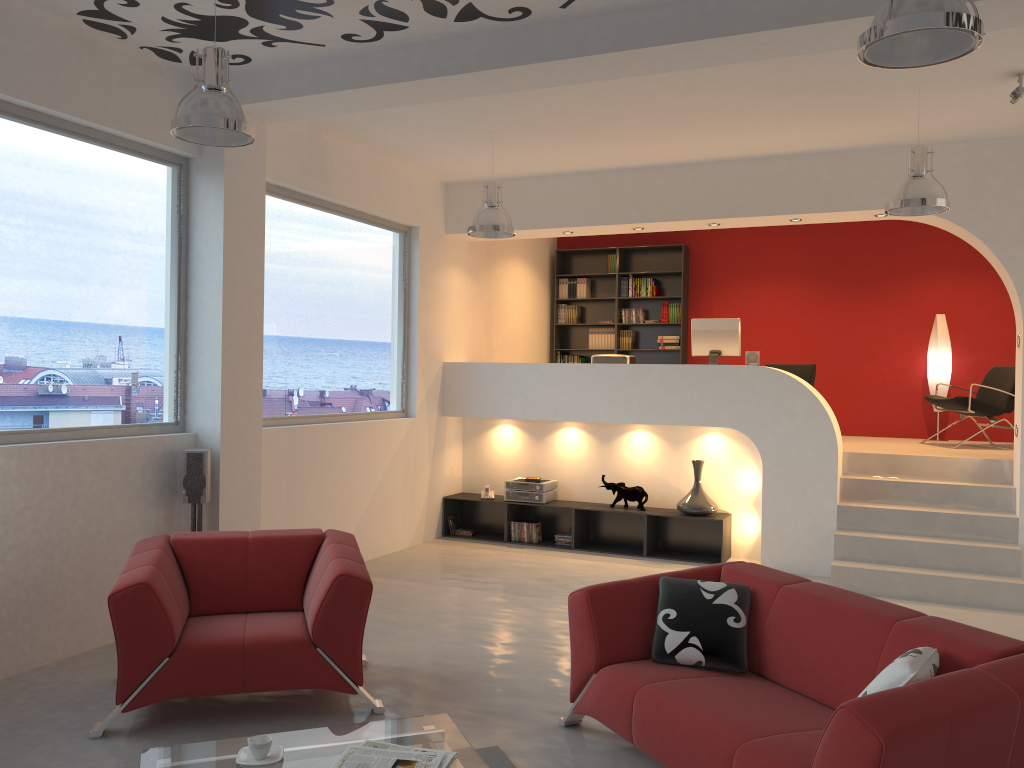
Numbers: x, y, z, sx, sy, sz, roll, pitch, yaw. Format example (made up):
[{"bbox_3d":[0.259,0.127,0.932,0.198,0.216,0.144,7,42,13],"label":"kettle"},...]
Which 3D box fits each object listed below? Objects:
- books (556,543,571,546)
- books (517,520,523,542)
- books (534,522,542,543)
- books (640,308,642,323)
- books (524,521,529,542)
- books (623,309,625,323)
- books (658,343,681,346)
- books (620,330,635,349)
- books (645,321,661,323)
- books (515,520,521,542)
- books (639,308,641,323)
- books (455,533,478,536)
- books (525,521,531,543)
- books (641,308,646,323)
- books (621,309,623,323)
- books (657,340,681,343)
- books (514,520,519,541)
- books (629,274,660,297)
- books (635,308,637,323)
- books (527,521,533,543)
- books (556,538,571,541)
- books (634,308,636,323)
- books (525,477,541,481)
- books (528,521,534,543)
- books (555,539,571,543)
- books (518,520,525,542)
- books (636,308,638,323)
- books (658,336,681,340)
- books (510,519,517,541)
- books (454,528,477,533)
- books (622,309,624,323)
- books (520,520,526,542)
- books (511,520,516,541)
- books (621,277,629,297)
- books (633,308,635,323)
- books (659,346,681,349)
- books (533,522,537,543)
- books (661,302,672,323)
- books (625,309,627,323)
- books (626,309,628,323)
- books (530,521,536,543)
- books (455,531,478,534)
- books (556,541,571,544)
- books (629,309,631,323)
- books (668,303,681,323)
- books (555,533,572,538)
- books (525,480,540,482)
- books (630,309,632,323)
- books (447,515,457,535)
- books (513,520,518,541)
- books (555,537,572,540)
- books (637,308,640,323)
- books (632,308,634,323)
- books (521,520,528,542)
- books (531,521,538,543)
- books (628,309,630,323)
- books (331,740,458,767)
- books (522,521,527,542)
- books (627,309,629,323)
[{"bbox_3d":[0.526,1.524,8.475,0.190,0.015,0.135,1,0,19],"label":"books"},{"bbox_3d":[0.086,1.427,8.620,0.031,0.190,0.135,1,1,24],"label":"books"},{"bbox_3d":[0.250,1.431,8.546,0.031,0.190,0.135,1,1,24],"label":"books"},{"bbox_3d":[1.607,-0.832,10.926,0.031,0.190,0.135,1,1,24],"label":"books"},{"bbox_3d":[0.154,1.429,8.589,0.031,0.190,0.135,1,1,24],"label":"books"},{"bbox_3d":[1.416,-0.836,11.013,0.031,0.190,0.135,1,1,24],"label":"books"},{"bbox_3d":[1.919,-0.474,10.746,0.260,0.040,0.200,1,1,24],"label":"books"},{"bbox_3d":[1.432,-0.545,10.996,0.146,0.240,0.170,1,1,24],"label":"books"},{"bbox_3d":[1.740,-0.757,10.866,0.190,0.015,0.135,1,1,24],"label":"books"},{"bbox_3d":[0.072,1.427,8.626,0.031,0.190,0.135,1,1,24],"label":"books"},{"bbox_3d":[1.593,-0.832,10.933,0.031,0.190,0.135,1,1,24],"label":"books"},{"bbox_3d":[-0.459,1.503,8.923,0.190,0.015,0.135,1,1,24],"label":"books"},{"bbox_3d":[0.168,1.429,8.583,0.031,0.190,0.135,1,1,24],"label":"books"},{"bbox_3d":[1.620,-0.832,10.920,0.031,0.190,0.135,1,1,24],"label":"books"},{"bbox_3d":[1.388,-0.837,11.026,0.031,0.190,0.135,1,1,24],"label":"books"},{"bbox_3d":[1.915,-0.514,10.746,0.260,0.040,0.200,1,1,24],"label":"books"},{"bbox_3d":[0.059,1.427,8.633,0.031,0.190,0.135,1,1,24],"label":"books"},{"bbox_3d":[1.625,-1.196,10.884,0.341,0.286,0.231,1,1,24],"label":"books"},{"bbox_3d":[1.552,-0.833,10.951,0.031,0.190,0.135,1,1,24],"label":"books"},{"bbox_3d":[0.182,1.429,8.577,0.031,0.190,0.135,1,1,24],"label":"books"},{"bbox_3d":[0.529,1.479,8.474,0.190,0.015,0.135,1,1,24],"label":"books"},{"bbox_3d":[1.538,-0.834,10.957,0.031,0.190,0.135,1,1,24],"label":"books"},{"bbox_3d":[0.205,0.922,8.626,0.135,0.015,0.190,1,0,9],"label":"books"},{"bbox_3d":[0.195,1.430,8.571,0.031,0.190,0.135,1,1,24],"label":"books"},{"bbox_3d":[0.523,1.494,8.477,0.190,0.015,0.135,1,1,29],"label":"books"},{"bbox_3d":[0.100,1.428,8.614,0.031,0.190,0.135,1,1,24],"label":"books"},{"bbox_3d":[1.566,-0.833,10.945,0.031,0.190,0.135,1,1,24],"label":"books"},{"bbox_3d":[1.922,-0.554,10.734,0.260,0.040,0.200,1,1,24],"label":"books"},{"bbox_3d":[0.018,1.426,8.651,0.031,0.190,0.135,1,1,24],"label":"books"},{"bbox_3d":[-0.468,1.473,8.927,0.190,0.015,0.135,1,1,24],"label":"books"},{"bbox_3d":[1.402,-0.836,11.019,0.031,0.190,0.135,1,1,24],"label":"books"},{"bbox_3d":[0.113,1.428,8.608,0.031,0.190,0.135,1,1,24],"label":"books"},{"bbox_3d":[0.031,1.426,8.645,0.031,0.190,0.135,1,1,24],"label":"books"},{"bbox_3d":[1.419,-1.186,11.003,0.090,0.256,0.181,1,1,24],"label":"books"},{"bbox_3d":[1.525,-0.834,10.964,0.031,0.190,0.135,1,1,24],"label":"books"},{"bbox_3d":[1.936,-0.434,10.741,0.260,0.040,0.200,1,1,26],"label":"books"},{"bbox_3d":[0.236,1.430,8.552,0.031,0.190,0.135,1,1,24],"label":"books"},{"bbox_3d":[1.880,-0.859,10.794,0.090,0.256,0.181,1,1,24],"label":"books"},{"bbox_3d":[1.429,-0.836,11.007,0.031,0.190,0.135,1,1,24],"label":"books"},{"bbox_3d":[1.443,-0.836,11.001,0.031,0.190,0.135,1,1,24],"label":"books"},{"bbox_3d":[0.209,1.430,8.564,0.031,0.190,0.135,1,1,24],"label":"books"},{"bbox_3d":[-0.454,1.488,8.921,0.190,0.015,0.135,1,1,24],"label":"books"},{"bbox_3d":[0.532,1.509,8.473,0.190,0.015,0.135,1,1,24],"label":"books"},{"bbox_3d":[1.484,-0.835,10.982,0.031,0.190,0.135,1,1,24],"label":"books"},{"bbox_3d":[1.989,-0.849,10.743,0.146,0.240,0.170,1,1,24],"label":"books"},{"bbox_3d":[0.517,1.449,8.480,0.190,0.015,0.135,1,0,19],"label":"books"},{"bbox_3d":[0.204,0.937,8.616,0.135,0.015,0.190,1,0,4],"label":"books"},{"bbox_3d":[1.497,-0.834,10.976,0.031,0.190,0.135,1,1,24],"label":"books"},{"bbox_3d":[-0.598,1.419,8.931,0.063,0.187,0.135,1,1,24],"label":"books"},{"bbox_3d":[0.045,1.426,8.639,0.031,0.190,0.135,1,1,24],"label":"books"},{"bbox_3d":[0.523,1.464,8.469,0.190,0.015,0.135,1,1,24],"label":"books"},{"bbox_3d":[1.579,-0.833,10.939,0.031,0.190,0.135,1,1,24],"label":"books"},{"bbox_3d":[1.511,-0.834,10.970,0.031,0.190,0.135,1,1,24],"label":"books"},{"bbox_3d":[0.127,1.428,8.602,0.031,0.190,0.135,1,1,24],"label":"books"},{"bbox_3d":[0.222,1.430,8.558,0.031,0.190,0.135,1,1,24],"label":"books"},{"bbox_3d":[1.470,-0.835,10.988,0.031,0.190,0.135,1,1,24],"label":"books"},{"bbox_3d":[-0.407,1.264,2.915,0.367,0.035,0.345,1,0,14],"label":"books"},{"bbox_3d":[0.141,1.428,8.595,0.031,0.190,0.135,1,1,24],"label":"books"},{"bbox_3d":[1.456,-0.835,10.995,0.031,0.190,0.135,1,1,24],"label":"books"}]
